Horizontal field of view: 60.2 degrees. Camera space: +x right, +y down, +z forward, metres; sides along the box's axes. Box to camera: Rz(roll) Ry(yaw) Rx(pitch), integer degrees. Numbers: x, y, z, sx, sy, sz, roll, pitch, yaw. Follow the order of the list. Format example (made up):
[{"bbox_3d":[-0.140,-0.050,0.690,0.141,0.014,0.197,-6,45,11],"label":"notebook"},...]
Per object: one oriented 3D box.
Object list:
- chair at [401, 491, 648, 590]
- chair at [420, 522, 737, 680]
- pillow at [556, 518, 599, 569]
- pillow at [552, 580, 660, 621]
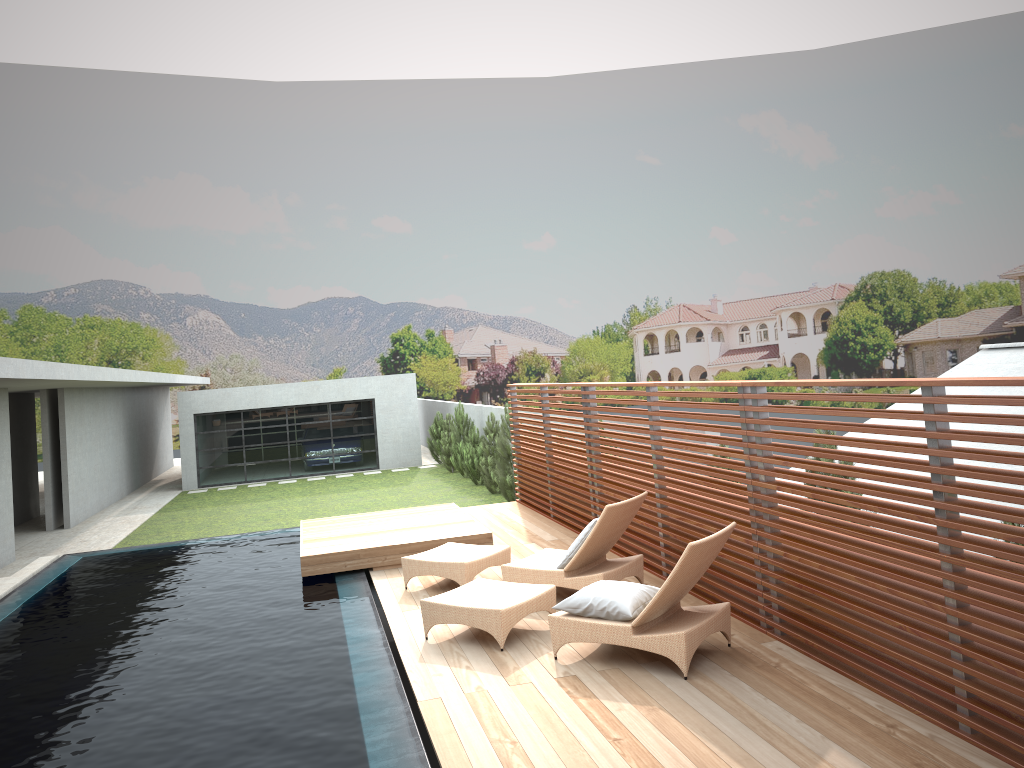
[{"bbox_3d":[0.078,1.415,7.890,2.284,0.831,0.701,-4,-1,35],"label":"chair"},{"bbox_3d":[0.418,1.415,6.250,2.284,0.831,0.701,-4,-1,36],"label":"chair"},{"bbox_3d":[0.696,1.301,7.458,0.425,0.429,0.609,-6,-1,35],"label":"pillow"},{"bbox_3d":[0.672,1.455,6.019,0.591,0.195,0.596,-4,1,33],"label":"pillow"}]
